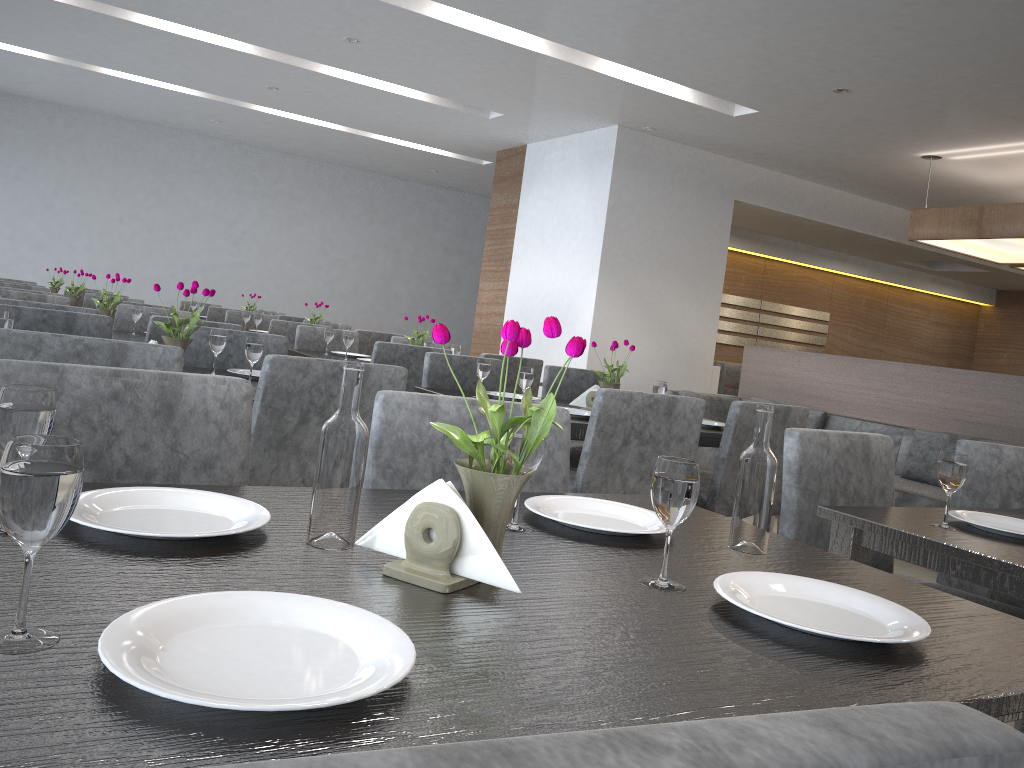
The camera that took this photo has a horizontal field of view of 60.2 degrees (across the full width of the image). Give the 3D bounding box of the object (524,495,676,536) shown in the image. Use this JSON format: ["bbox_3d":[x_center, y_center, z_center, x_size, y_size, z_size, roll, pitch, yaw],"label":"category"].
[{"bbox_3d":[0.124,0.190,1.259,0.218,0.015,0.216,10,4,37],"label":"object"}]

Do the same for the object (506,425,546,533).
[{"bbox_3d":[0.011,0.119,1.156,0.053,0.139,0.053,7,0,17],"label":"object"}]

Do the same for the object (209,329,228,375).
[{"bbox_3d":[-0.899,-0.096,2.688,0.053,0.139,0.053,7,0,11],"label":"object"}]

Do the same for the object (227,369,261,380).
[{"bbox_3d":[-0.791,-0.026,2.801,0.216,0.015,0.218,5,4,-31],"label":"object"}]

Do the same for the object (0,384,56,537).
[{"bbox_3d":[-0.480,0.072,0.860,0.053,0.139,0.053,7,0,17],"label":"object"}]

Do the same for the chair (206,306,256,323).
[{"bbox_3d":[-2.374,-0.246,7.254,0.475,0.763,0.494,7,0,-26],"label":"chair"}]

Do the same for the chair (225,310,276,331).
[{"bbox_3d":[-1.842,-0.119,6.343,0.474,0.763,0.494,7,0,-36],"label":"chair"}]

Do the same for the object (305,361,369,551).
[{"bbox_3d":[-0.184,0.076,0.960,0.052,0.201,0.051,7,-1,23],"label":"object"}]

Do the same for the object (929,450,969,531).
[{"bbox_3d":[0.808,0.196,1.633,0.053,0.139,0.053,7,0,17],"label":"object"}]

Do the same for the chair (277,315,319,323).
[{"bbox_3d":[-1.956,-0.210,7.574,0.474,0.763,0.494,7,0,-36],"label":"chair"}]

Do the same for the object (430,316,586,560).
[{"bbox_3d":[-0.009,0.062,0.924,0.154,0.277,0.104,8,0,-34],"label":"object"}]

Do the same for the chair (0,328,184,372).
[{"bbox_3d":[-1.021,0.256,2.026,0.475,0.763,0.494,7,0,-26],"label":"chair"}]

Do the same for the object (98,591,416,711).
[{"bbox_3d":[-0.177,0.189,0.628,0.218,0.015,0.216,10,4,37],"label":"object"}]

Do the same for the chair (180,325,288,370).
[{"bbox_3d":[-0.929,0.213,2.916,0.475,0.763,0.494,7,0,-26],"label":"chair"}]

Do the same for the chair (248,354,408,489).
[{"bbox_3d":[-0.603,0.292,2.346,0.474,0.763,0.494,7,0,-36],"label":"chair"}]

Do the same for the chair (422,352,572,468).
[{"bbox_3d":[-0.107,0.291,3.421,0.474,0.763,0.494,7,0,-36],"label":"chair"}]

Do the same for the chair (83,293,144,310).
[{"bbox_3d":[-2.665,-0.197,5.837,0.475,0.763,0.494,7,0,-26],"label":"chair"}]

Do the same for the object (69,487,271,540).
[{"bbox_3d":[-0.373,0.143,0.959,0.218,0.015,0.216,10,4,37],"label":"object"}]

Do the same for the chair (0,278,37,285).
[{"bbox_3d":[-4.041,-0.457,7.093,0.474,0.763,0.494,7,0,-36],"label":"chair"}]

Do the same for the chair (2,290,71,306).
[{"bbox_3d":[-2.260,-0.036,4.096,0.474,0.763,0.494,7,0,-36],"label":"chair"}]

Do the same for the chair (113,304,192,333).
[{"bbox_3d":[-1.793,0.009,4.369,0.475,0.763,0.494,7,0,-26],"label":"chair"}]

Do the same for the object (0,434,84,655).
[{"bbox_3d":[-0.331,0.108,0.609,0.053,0.139,0.053,7,0,17],"label":"object"}]

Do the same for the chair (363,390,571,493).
[{"bbox_3d":[-0.014,0.430,1.375,0.475,0.763,0.494,7,0,-26],"label":"chair"}]

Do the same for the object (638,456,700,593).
[{"bbox_3d":[0.174,0.152,0.974,0.053,0.139,0.053,7,0,17],"label":"object"}]

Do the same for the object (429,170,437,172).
[{"bbox_3d":[-0.862,-2.332,9.696,0.089,0.007,0.089,8,4,14],"label":"object"}]

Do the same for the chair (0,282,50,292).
[{"bbox_3d":[-3.133,-0.242,5.565,0.474,0.763,0.494,7,0,-36],"label":"chair"}]

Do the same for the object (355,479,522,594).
[{"bbox_3d":[-0.073,0.145,0.885,0.204,0.100,0.070,9,1,29],"label":"object"}]

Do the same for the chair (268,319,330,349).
[{"bbox_3d":[-1.466,-0.031,5.726,0.475,0.763,0.494,7,0,-26],"label":"chair"}]

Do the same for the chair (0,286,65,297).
[{"bbox_3d":[-2.757,-0.155,4.948,0.475,0.763,0.494,7,0,-26],"label":"chair"}]

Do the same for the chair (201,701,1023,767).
[{"bbox_3d":[-0.106,0.472,0.485,0.475,0.763,0.494,7,0,-26],"label":"chair"}]

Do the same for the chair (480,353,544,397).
[{"bbox_3d":[-0.175,0.211,4.577,0.474,0.763,0.494,7,0,-36],"label":"chair"}]

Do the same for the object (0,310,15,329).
[{"bbox_3d":[-1.241,-0.108,2.142,0.053,0.139,0.053,7,0,17],"label":"object"}]

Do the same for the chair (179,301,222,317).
[{"bbox_3d":[-2.750,-0.333,7.871,0.474,0.763,0.494,7,0,-36],"label":"chair"}]

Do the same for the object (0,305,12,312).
[{"bbox_3d":[-1.390,-0.143,2.393,0.053,0.139,0.053,7,0,11],"label":"object"}]

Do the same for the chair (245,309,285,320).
[{"bbox_3d":[-2.282,-0.288,8.144,0.475,0.763,0.494,7,0,-26],"label":"chair"}]

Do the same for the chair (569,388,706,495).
[{"bbox_3d":[0.269,0.379,2.804,0.475,0.763,0.494,7,0,-26],"label":"chair"}]

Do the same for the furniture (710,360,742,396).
[{"bbox_3d":[4.410,0.569,7.886,5.623,0.853,4.280,6,4,-31],"label":"furniture"}]

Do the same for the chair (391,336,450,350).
[{"bbox_3d":[-0.502,0.133,5.147,0.475,0.763,0.494,7,0,-26],"label":"chair"}]

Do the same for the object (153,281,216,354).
[{"bbox_3d":[-0.924,-0.155,2.465,0.154,0.277,0.104,8,0,-34],"label":"object"}]

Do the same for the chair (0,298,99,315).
[{"bbox_3d":[-1.884,0.052,3.480,0.475,0.763,0.494,7,0,-26],"label":"chair"}]

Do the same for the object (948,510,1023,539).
[{"bbox_3d":[0.949,0.274,1.684,0.218,0.015,0.216,10,4,39],"label":"object"}]

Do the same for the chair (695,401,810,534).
[{"bbox_3d":[0.688,0.415,3.124,0.474,0.763,0.494,7,0,-36],"label":"chair"}]

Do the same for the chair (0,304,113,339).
[{"bbox_3d":[-1.397,0.168,2.643,0.474,0.763,0.494,7,0,-36],"label":"chair"}]

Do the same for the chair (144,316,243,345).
[{"bbox_3d":[-1.466,0.088,3.799,0.474,0.763,0.494,7,0,-36],"label":"chair"}]

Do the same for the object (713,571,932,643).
[{"bbox_3d":[0.321,0.237,0.928,0.218,0.015,0.216,10,4,37],"label":"object"}]

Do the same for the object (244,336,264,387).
[{"bbox_3d":[-0.736,-0.063,2.507,0.053,0.139,0.053,7,0,17],"label":"object"}]

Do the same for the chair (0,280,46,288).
[{"bbox_3d":[-3.665,-0.369,6.476,0.475,0.763,0.494,7,0,-26],"label":"chair"}]

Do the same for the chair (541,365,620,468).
[{"bbox_3d":[0.361,0.337,3.694,0.475,0.763,0.494,7,0,-26],"label":"chair"}]

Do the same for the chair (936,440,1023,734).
[{"bbox_3d":[1.322,0.562,2.110,0.477,0.763,0.492,8,0,-1],"label":"chair"}]

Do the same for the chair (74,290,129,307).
[{"bbox_3d":[-3.246,-0.333,6.796,0.474,0.763,0.494,7,0,-36],"label":"chair"}]

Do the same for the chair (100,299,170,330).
[{"bbox_3d":[-2.338,-0.119,5.267,0.474,0.763,0.494,7,0,-36],"label":"chair"}]

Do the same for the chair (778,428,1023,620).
[{"bbox_3d":[0.830,0.514,1.823,0.474,0.763,0.494,7,0,-36],"label":"chair"}]

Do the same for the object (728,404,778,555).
[{"bbox_3d":[0.335,0.129,1.213,0.052,0.201,0.051,7,-1,23],"label":"object"}]

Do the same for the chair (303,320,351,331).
[{"bbox_3d":[-1.374,-0.073,6.615,0.475,0.763,0.494,7,0,-26],"label":"chair"}]

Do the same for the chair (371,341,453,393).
[{"bbox_3d":[-0.594,0.175,4.258,0.475,0.763,0.494,7,0,-26],"label":"chair"}]

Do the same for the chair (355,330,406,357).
[{"bbox_3d":[-1.048,0.005,6.045,0.474,0.763,0.494,7,0,-36],"label":"chair"}]

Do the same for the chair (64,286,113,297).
[{"bbox_3d":[-3.573,-0.412,7.366,0.475,0.763,0.494,7,0,-26],"label":"chair"}]

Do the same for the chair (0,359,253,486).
[{"bbox_3d":[-0.482,0.384,1.102,0.474,0.763,0.494,7,0,-36],"label":"chair"}]

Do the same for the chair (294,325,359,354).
[{"bbox_3d":[-0.970,0.087,4.874,0.474,0.763,0.494,7,0,-36],"label":"chair"}]
